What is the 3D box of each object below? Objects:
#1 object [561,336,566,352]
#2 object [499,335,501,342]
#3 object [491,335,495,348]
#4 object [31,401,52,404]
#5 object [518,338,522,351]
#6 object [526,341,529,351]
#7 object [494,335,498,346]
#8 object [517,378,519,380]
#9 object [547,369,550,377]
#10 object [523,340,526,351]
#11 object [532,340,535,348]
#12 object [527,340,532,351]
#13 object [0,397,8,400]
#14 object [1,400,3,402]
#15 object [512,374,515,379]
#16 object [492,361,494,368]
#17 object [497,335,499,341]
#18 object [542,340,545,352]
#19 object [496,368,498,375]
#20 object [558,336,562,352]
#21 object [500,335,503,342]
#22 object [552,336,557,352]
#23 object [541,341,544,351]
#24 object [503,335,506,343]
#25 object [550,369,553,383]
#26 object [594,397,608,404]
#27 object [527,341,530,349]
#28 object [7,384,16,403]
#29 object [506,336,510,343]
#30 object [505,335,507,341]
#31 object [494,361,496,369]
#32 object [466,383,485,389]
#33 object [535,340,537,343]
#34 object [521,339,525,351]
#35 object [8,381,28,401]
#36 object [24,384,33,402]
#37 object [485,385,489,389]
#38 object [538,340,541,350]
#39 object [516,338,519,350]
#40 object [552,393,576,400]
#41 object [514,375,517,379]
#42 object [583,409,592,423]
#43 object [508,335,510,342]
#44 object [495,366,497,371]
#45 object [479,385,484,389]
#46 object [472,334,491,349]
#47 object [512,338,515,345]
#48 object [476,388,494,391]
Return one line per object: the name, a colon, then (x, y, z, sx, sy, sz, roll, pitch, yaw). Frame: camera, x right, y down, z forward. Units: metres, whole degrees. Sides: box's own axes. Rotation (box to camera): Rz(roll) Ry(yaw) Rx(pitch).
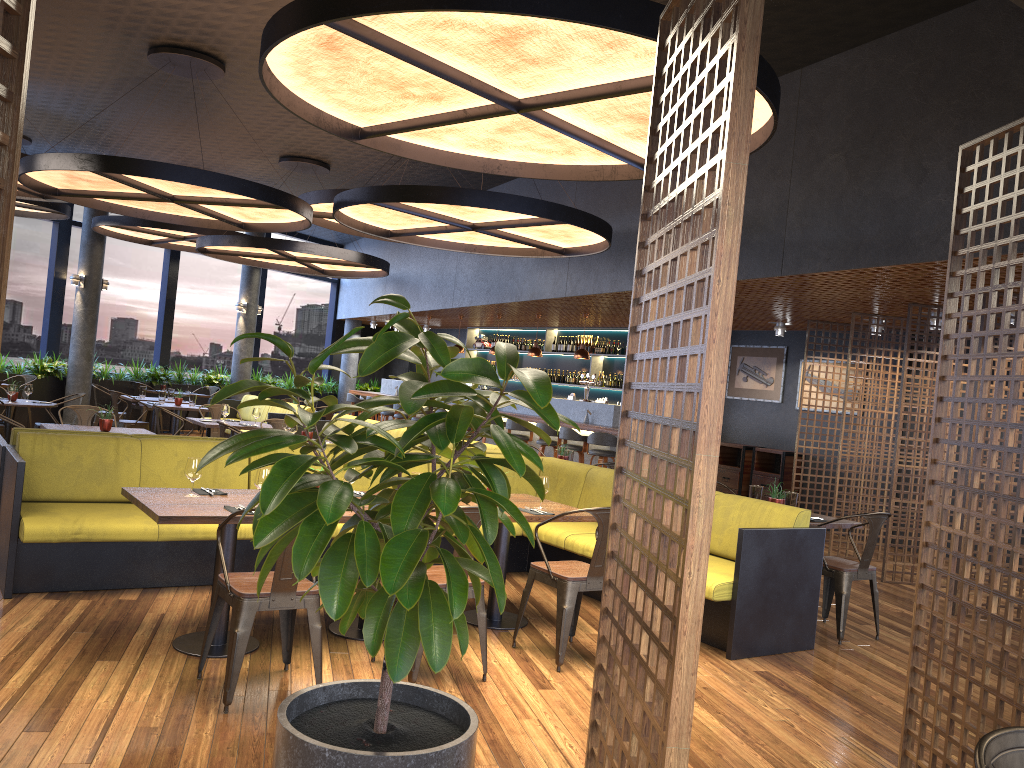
object: (0.971, -0.743, 16.614, 0.085, 0.310, 0.086, 6, 0, -7)
object: (-0.253, -0.863, 18.557, 0.085, 0.310, 0.086, 6, 0, -23)
object: (-0.382, -0.876, 18.586, 0.085, 0.310, 0.086, 6, 0, -1)
object: (-5.599, 0.217, 10.518, 0.255, 0.019, 0.157, 6, 0, -36)
object: (0.163, -0.793, 17.780, 0.063, 0.254, 0.063, 6, 0, -16)
object: (0.312, -0.760, 17.745, 0.068, 0.217, 0.068, 6, 0, -29)
object: (-0.333, -0.871, 18.508, 0.085, 0.310, 0.086, 6, 0, -7)
object: (0.137, -0.148, 17.826, 0.084, 0.119, 0.084, 6, 0, 11)
object: (0.692, -0.160, 16.976, 0.063, 0.254, 0.063, 6, 0, 8)
object: (0.254, -0.766, 17.617, 0.068, 0.217, 0.068, 6, 0, -44)
object: (0.450, -0.750, 17.567, 0.088, 0.224, 0.088, 6, 0, -40)
object: (0.358, -0.759, 17.515, 0.088, 0.224, 0.088, 6, 0, -40)
object: (-6.101, 0.166, 10.553, 0.255, 0.019, 0.157, 6, 0, 34)
object: (-5.872, 0.188, 10.028, 0.157, 0.019, 0.255, 6, 0, 8)
object: (0.042, -0.157, 17.968, 0.084, 0.119, 0.084, 6, 0, 11)
object: (-0.411, -0.313, 18.582, 0.094, 0.340, 0.094, 6, 0, 5)
object: (-0.305, -0.868, 18.639, 0.085, 0.310, 0.086, 6, 0, 7)
object: (0.632, -0.732, 17.107, 0.088, 0.224, 0.088, 6, 0, -20)
object: (-0.276, -0.224, 18.388, 0.080, 0.192, 0.098, 6, 0, -34)
object: (0.921, -0.748, 16.692, 0.085, 0.310, 0.086, 6, 0, -1)
object: (-0.216, -0.860, 18.343, 0.085, 0.310, 0.086, 6, 0, -15)
object: (0.808, -0.759, 16.852, 0.085, 0.310, 0.086, 6, 0, -7)
object: (0.608, -0.731, 17.259, 0.068, 0.217, 0.068, 6, 0, -29)
object: (-0.160, -0.854, 18.256, 0.085, 0.310, 0.086, 6, 0, -1)
object: (0.747, -0.154, 17.041, 0.063, 0.254, 0.063, 6, 0, 28)
object: (1.280, 0.231, 12.682, 0.177, 0.091, 0.091, 6, 0, 31)
object: (0.335, -0.758, 17.662, 0.068, 0.217, 0.068, 6, 0, -14)
object: (-5.716, 0.110, 10.122, 0.097, 0.206, 0.097, 6, 0, -27)
object: (-0.093, -0.830, 18.162, 0.083, 0.301, 0.083, 6, 0, -27)
object: (-0.133, -0.851, 18.389, 0.085, 0.310, 0.086, 6, 0, -7)
object: (-0.382, -0.310, 18.706, 0.094, 0.340, 0.094, 6, 0, -25)
object: (-0.850, 0.257, 18.926, 0.550, 0.569, 0.355, 6, 0, -34)
object: (0.464, -0.763, 17.367, 0.063, 0.254, 0.063, 6, 0, 14)
object: (0.234, -0.786, 17.870, 0.063, 0.254, 0.063, 6, 0, 4)
object: (-5.824, 0.064, 10.367, 0.260, 0.271, 0.238, 6, 0, 5)
object: (-5.759, 0.106, 10.558, 0.097, 0.206, 0.097, 6, 0, 28)
object: (-0.432, 0.005, 15.457, 0.105, 0.209, 0.105, 6, 0, 1)
object: (0.527, -0.740, 17.212, 0.068, 0.217, 0.068, 6, 0, 41)
object: (0.109, -0.798, 17.892, 0.063, 0.254, 0.063, 6, 0, 28)
object: (0.683, 0.165, 13.603, 0.200, 0.106, 0.766, 6, 0, -34)
object: (0.089, -0.152, 17.897, 0.084, 0.119, 0.084, 6, 0, 11)
object: (1.075, 0.456, 12.620, 0.114, 0.203, 0.069, 6, 0, 0)
object: (-0.082, -0.846, 18.309, 0.085, 0.310, 0.086, 6, 0, 7)
object: (-0.313, -0.303, 18.621, 0.094, 0.340, 0.094, 6, 0, -12)
object: (-0.523, -0.004, 15.386, 0.105, 0.209, 0.105, 6, 0, 1)
object: (-0.632, -0.903, 19.075, 0.229, 0.319, 0.579, 6, 0, -34)
object: (0.021, -0.807, 17.971, 0.063, 0.254, 0.063, 6, 0, 38)
object: (-0.535, 0.090, 15.533, 0.273, 0.019, 0.437, 6, 0, -34)
